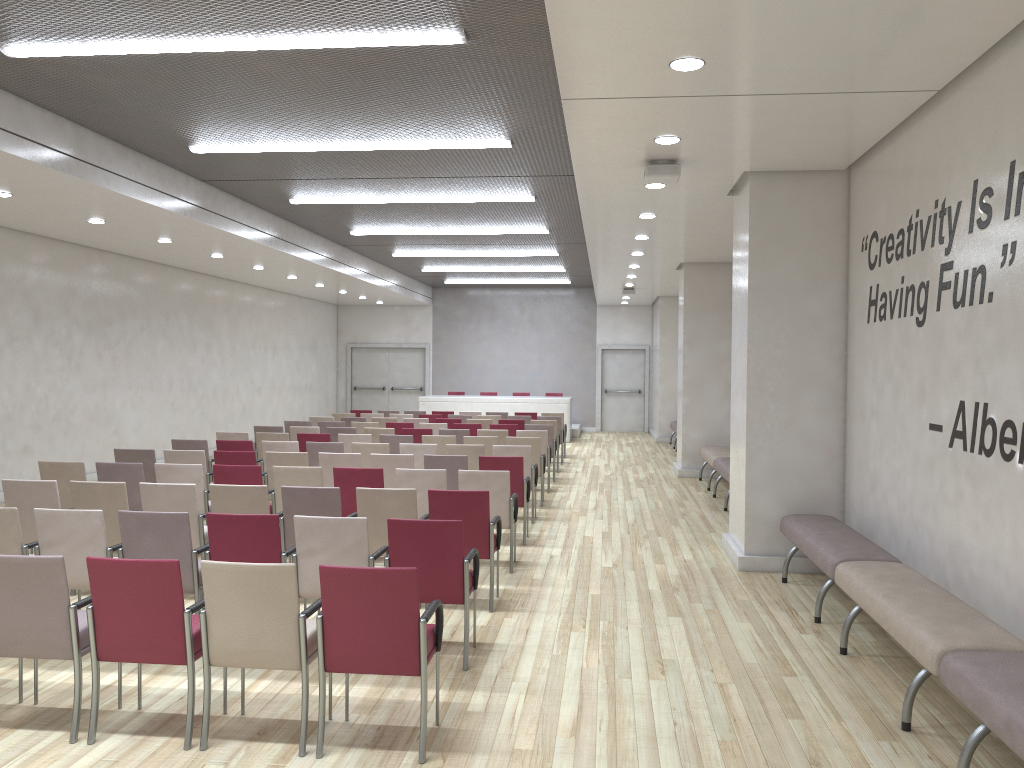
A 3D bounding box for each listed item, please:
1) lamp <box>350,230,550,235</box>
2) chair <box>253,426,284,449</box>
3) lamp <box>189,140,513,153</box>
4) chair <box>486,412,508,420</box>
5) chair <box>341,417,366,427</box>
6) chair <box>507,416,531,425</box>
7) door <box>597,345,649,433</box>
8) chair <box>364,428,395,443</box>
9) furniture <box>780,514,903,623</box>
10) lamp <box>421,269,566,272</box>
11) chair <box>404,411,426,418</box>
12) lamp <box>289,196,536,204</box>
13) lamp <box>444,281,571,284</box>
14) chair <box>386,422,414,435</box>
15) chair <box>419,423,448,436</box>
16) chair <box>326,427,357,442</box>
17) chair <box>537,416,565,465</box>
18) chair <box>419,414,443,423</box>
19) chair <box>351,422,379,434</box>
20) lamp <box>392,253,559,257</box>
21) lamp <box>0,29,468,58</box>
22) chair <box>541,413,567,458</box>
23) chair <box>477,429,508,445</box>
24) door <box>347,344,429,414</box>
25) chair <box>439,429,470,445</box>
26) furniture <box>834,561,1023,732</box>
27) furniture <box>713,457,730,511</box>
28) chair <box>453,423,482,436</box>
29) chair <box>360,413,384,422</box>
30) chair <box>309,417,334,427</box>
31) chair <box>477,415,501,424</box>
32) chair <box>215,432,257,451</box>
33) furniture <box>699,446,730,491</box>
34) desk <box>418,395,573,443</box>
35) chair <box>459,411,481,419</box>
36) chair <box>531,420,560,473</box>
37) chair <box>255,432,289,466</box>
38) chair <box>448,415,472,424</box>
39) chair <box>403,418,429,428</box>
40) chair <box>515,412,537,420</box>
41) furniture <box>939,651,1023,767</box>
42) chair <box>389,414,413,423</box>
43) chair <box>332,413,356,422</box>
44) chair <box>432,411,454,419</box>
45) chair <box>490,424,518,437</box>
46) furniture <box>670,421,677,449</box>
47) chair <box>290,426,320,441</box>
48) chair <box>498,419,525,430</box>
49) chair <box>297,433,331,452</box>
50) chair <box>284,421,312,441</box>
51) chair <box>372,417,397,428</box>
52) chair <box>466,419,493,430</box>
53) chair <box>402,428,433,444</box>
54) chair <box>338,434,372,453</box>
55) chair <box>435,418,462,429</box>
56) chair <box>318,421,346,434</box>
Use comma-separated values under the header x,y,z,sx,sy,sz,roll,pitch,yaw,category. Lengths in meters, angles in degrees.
x,y,z,sx,sy,sz,roll,pitch,yaw,category
-1.035,-2.489,14.609,3.304,0.045,0.198,1,1,6,lamp
-3.515,1.049,13.205,0.513,0.890,0.640,1,1,7,chair
-1.645,-2.388,8.959,3.304,0.045,0.198,1,1,6,lamp
-0.265,0.991,17.790,0.513,0.890,0.640,1,1,7,chair
-2.710,1.011,15.580,0.513,0.890,0.640,1,1,6,chair
0.161,1.019,16.506,0.513,0.890,0.640,1,1,6,chair
3.069,0.138,24.519,1.400,2.400,0.200,1,1,6,door
-1.876,1.067,13.012,0.513,0.890,0.640,1,1,6,chair
2.452,1.392,6.772,0.530,0.550,1.833,1,1,6,furniture
-0.425,-2.591,20.264,3.304,0.045,0.198,1,1,6,lamp
-1.902,0.973,17.981,0.513,0.890,0.640,1,1,7,chair
-1.338,-2.439,11.806,3.304,0.045,0.198,1,1,6,lamp
-0.119,-2.642,23.099,3.304,0.045,0.198,1,1,6,lamp
-1.743,1.045,14.254,0.513,0.890,0.640,1,1,6,chair
-1.206,1.051,14.188,0.513,0.890,0.640,1,1,6,chair
-2.428,1.061,13.074,0.513,0.890,0.640,1,1,7,chair
0.706,1.025,16.444,0.513,0.890,0.640,1,1,7,chair
-1.476,1.001,16.699,0.513,0.890,0.640,1,1,6,chair
-2.299,1.039,14.304,0.513,0.890,0.640,1,1,6,chair
-0.726,-2.541,17.474,3.304,0.045,0.198,1,1,6,lamp
-1.951,-2.337,6.127,3.304,0.045,0.198,1,1,6,lamp
0.825,1.003,17.669,0.513,0.890,0.640,1,1,7,chair
-0.249,1.085,12.842,0.513,0.890,0.640,1,1,6,chair
-3.516,0.066,25.228,2.373,2.400,0.200,1,1,6,door
-0.797,1.079,12.910,0.513,0.890,0.640,1,1,6,chair
2.253,1.425,4.924,0.530,0.550,1.833,1,1,6,furniture
2.976,1.305,11.625,0.530,0.550,1.833,1,1,6,furniture
-0.666,1.057,14.121,0.513,0.890,0.640,1,1,7,chair
-2.577,0.989,16.803,0.513,0.890,0.640,1,1,6,chair
-3.263,1.005,15.637,0.513,0.890,0.640,1,1,7,chair
-0.394,1.013,16.579,0.513,0.890,0.640,1,1,6,chair
-3.656,1.071,11.976,0.513,0.890,0.640,1,1,7,chair
3.175,1.272,13.473,0.530,0.550,1.833,1,1,6,furniture
-0.365,0.837,21.837,3.652,1.042,1.456,1,1,6,desk
-0.797,0.985,17.857,0.513,0.890,0.640,1,1,7,chair
0.562,1.047,15.235,0.513,0.890,0.640,1,1,6,chair
-3.116,1.077,11.916,0.513,0.890,0.640,1,1,6,chair
-0.933,1.007,16.626,0.513,0.890,0.640,1,1,6,chair
-1.614,1.023,15.461,0.513,0.890,0.640,1,1,7,chair
0.296,0.997,17.731,0.513,0.890,0.640,1,1,6,chair
2.054,1.458,3.081,0.530,0.550,1.833,1,1,6,furniture
-2.033,0.995,16.756,0.513,0.890,0.640,1,1,5,chair
-3.122,0.983,16.872,0.513,0.890,0.640,1,1,5,chair
-1.350,0.979,17.913,0.513,0.890,0.640,1,1,5,chair
-0.099,1.063,14.070,0.513,0.890,0.640,1,1,6,chair
3.896,1.151,20.159,0.530,0.550,1.833,1,1,6,furniture
-2.975,1.055,13.131,0.513,0.890,0.640,1,1,7,chair
0.016,1.041,15.296,0.513,0.890,0.640,1,1,6,chair
-2.561,1.083,11.854,0.513,0.890,0.640,1,1,6,chair
-3.389,1.027,14.426,0.513,0.890,0.640,1,1,5,chair
-2.170,1.017,15.532,0.513,0.890,0.640,1,1,5,chair
-0.527,1.035,15.353,0.513,0.890,0.640,1,1,6,chair
-1.333,1.073,12.973,0.513,0.890,0.640,1,1,6,chair
-2.018,1.089,11.808,0.513,0.890,0.640,1,1,6,chair
-1.061,1.029,15.400,0.513,0.890,0.640,1,1,5,chair
-2.838,1.033,14.361,0.513,0.890,0.640,1,1,6,chair
